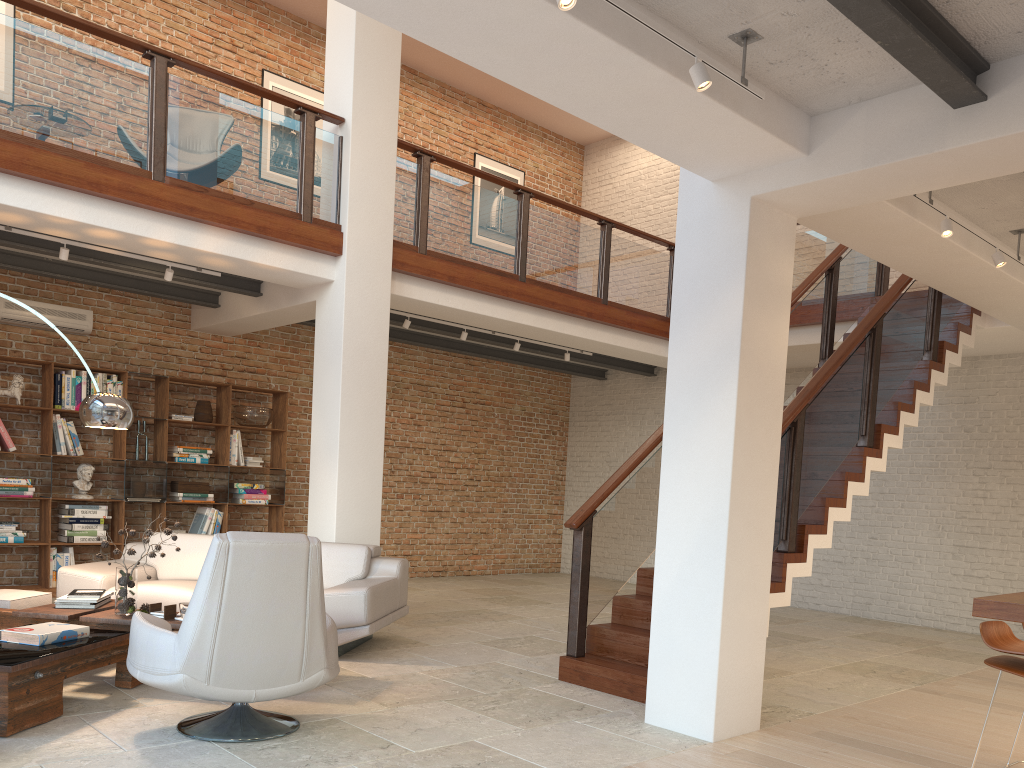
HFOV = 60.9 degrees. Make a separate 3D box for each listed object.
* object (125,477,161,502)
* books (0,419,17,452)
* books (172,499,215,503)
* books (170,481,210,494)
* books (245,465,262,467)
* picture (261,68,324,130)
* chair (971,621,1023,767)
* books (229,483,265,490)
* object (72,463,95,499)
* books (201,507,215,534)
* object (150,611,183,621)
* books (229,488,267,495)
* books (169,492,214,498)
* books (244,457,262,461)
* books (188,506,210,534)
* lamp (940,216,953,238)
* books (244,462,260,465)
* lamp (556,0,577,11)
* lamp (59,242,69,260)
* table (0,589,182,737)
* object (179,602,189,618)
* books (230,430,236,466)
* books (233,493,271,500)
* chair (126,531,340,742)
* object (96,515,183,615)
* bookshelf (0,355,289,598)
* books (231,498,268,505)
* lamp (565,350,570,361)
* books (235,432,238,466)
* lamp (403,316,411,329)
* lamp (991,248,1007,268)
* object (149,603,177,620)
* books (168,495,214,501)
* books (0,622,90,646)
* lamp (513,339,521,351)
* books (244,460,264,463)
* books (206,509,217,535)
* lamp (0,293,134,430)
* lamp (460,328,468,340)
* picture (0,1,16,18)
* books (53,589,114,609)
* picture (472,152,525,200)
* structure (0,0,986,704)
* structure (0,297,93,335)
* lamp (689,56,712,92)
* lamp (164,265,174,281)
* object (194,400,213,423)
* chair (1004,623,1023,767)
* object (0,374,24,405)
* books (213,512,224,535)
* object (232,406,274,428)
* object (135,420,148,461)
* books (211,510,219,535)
[{"bbox_3d":[-3.747,1.058,8.774,0.338,0.233,0.283,6,-4,-42],"label":"object"},{"bbox_3d":[-4.659,0.457,7.955,0.195,0.319,0.253,2,0,-43],"label":"books"},{"bbox_3d":[-3.365,1.234,9.191,0.358,0.020,0.271,10,-9,-44],"label":"books"},{"bbox_3d":[-3.378,1.085,9.147,0.338,0.118,0.212,8,-7,-42],"label":"books"},{"bbox_3d":[-2.869,0.902,9.603,0.172,0.019,0.236,8,-8,-34],"label":"books"},{"bbox_3d":[-2.421,-2.790,9.863,0.917,1.197,0.027,3,3,-42],"label":"picture"},{"bbox_3d":[2.223,1.436,3.779,0.406,0.776,0.419,2,2,-43],"label":"chair"},{"bbox_3d":[-2.923,1.123,9.591,0.328,0.055,0.254,7,-8,-32],"label":"books"},{"bbox_3d":[-4.147,0.939,8.433,0.197,0.350,0.192,2,1,-27],"label":"object"},{"bbox_3d":[-3.290,1.493,9.273,0.161,0.373,0.242,1,2,-43],"label":"books"},{"bbox_3d":[-1.931,1.357,5.130,0.248,0.035,0.273,1,-7,19],"label":"object"},{"bbox_3d":[-2.914,1.181,9.606,0.329,0.055,0.254,9,-9,-42],"label":"books"},{"bbox_3d":[-3.368,1.164,9.153,0.382,0.036,0.243,10,-9,-44],"label":"books"},{"bbox_3d":[-2.861,0.821,9.582,0.205,0.034,0.133,-2,-8,37],"label":"books"},{"bbox_3d":[-3.336,1.490,9.262,0.163,0.372,0.242,1,2,-43],"label":"books"},{"bbox_3d":[2.368,-0.856,4.750,0.059,0.129,0.087,3,0,8],"label":"lamp"},{"bbox_3d":[-2.863,0.874,9.586,0.133,0.034,0.205,7,-8,-32],"label":"books"},{"bbox_3d":[0.162,-1.220,2.700,0.061,0.129,0.085,1,1,-41],"label":"lamp"},{"bbox_3d":[-3.277,-0.961,6.379,0.061,0.129,0.085,1,1,-41],"label":"lamp"},{"bbox_3d":[-2.394,1.494,4.901,2.203,0.428,1.982,2,-6,8],"label":"table"},{"bbox_3d":[-1.885,1.314,5.056,0.091,0.084,0.091,3,-2,7],"label":"object"},{"bbox_3d":[-3.048,0.686,9.401,0.036,0.384,0.242,0,3,-43],"label":"books"},{"bbox_3d":[-2.876,1.242,9.632,0.254,0.055,0.329,-3,-9,42],"label":"books"},{"bbox_3d":[-1.272,1.186,4.188,1.031,1.016,0.969,4,-2,-26],"label":"chair"},{"bbox_3d":[-2.195,1.072,5.240,0.316,0.606,0.543,4,-1,18],"label":"object"},{"bbox_3d":[-3.756,1.011,8.783,3.053,2.198,0.362,6,1,-42],"label":"bookshelf"},{"bbox_3d":[-2.898,1.295,9.619,0.329,0.055,0.254,9,-8,-40],"label":"books"},{"bbox_3d":[0.633,-0.319,9.984,0.059,0.129,0.087,3,0,8],"label":"lamp"},{"bbox_3d":[-3.035,0.704,9.428,0.021,0.359,0.270,0,2,-43],"label":"books"},{"bbox_3d":[-1.021,-0.591,8.461,0.086,0.129,0.059,3,2,17],"label":"lamp"},{"bbox_3d":[2.947,-0.762,5.275,0.061,0.129,0.085,1,1,-41],"label":"lamp"},{"bbox_3d":[-2.031,1.321,5.070,0.114,0.082,0.094,2,-3,19],"label":"object"},{"bbox_3d":[-3.383,1.204,9.191,0.243,0.036,0.382,-3,-9,42],"label":"books"},{"bbox_3d":[-2.405,1.288,4.499,0.254,0.056,0.329,1,-7,18],"label":"books"},{"bbox_3d":[0.054,-0.413,9.459,0.061,0.129,0.085,1,1,-41],"label":"lamp"},{"bbox_3d":[-2.859,0.848,9.592,0.172,0.019,0.236,9,-9,-39],"label":"books"},{"bbox_3d":[-3.258,1.508,9.317,0.098,0.355,0.270,0,2,-43],"label":"books"},{"bbox_3d":[-3.439,0.554,5.459,2.034,2.355,0.316,3,4,-6],"label":"lamp"},{"bbox_3d":[-0.492,-0.503,8.954,0.061,0.129,0.085,1,1,-41],"label":"lamp"},{"bbox_3d":[-4.854,-3.190,7.613,0.917,1.197,0.027,3,3,-42],"label":"picture"},{"bbox_3d":[-2.664,1.334,5.429,0.250,0.074,0.402,4,-7,-10],"label":"books"},{"bbox_3d":[-0.192,-2.423,11.923,0.917,1.197,0.027,3,3,-42],"label":"picture"},{"bbox_3d":[1.822,-0.159,4.752,10.225,4.132,13.823,8,-8,-42],"label":"structure"},{"bbox_3d":[-4.401,-0.639,8.193,0.818,0.218,0.199,9,-5,-42],"label":"structure"},{"bbox_3d":[0.691,-1.133,3.193,0.086,0.129,0.059,3,2,17],"label":"lamp"},{"bbox_3d":[-2.718,-0.874,6.908,0.061,0.116,0.094,2,0,-36],"label":"lamp"},{"bbox_3d":[-3.227,0.293,9.123,0.193,0.233,0.194,3,-1,5],"label":"object"},{"bbox_3d":[2.618,1.501,4.145,0.406,0.776,0.419,2,2,-43],"label":"chair"},{"bbox_3d":[-4.562,0.042,7.896,0.253,0.283,0.129,4,1,-35],"label":"object"},{"bbox_3d":[-3.207,1.526,9.358,0.116,0.334,0.253,1,2,-43],"label":"books"},{"bbox_3d":[-2.836,0.370,9.544,0.438,0.219,0.437,3,-5,-1],"label":"object"},{"bbox_3d":[-3.707,0.566,8.728,0.121,0.399,0.061,1,4,-40],"label":"object"},{"bbox_3d":[-3.249,1.514,9.338,0.098,0.355,0.270,0,2,-43],"label":"books"}]
